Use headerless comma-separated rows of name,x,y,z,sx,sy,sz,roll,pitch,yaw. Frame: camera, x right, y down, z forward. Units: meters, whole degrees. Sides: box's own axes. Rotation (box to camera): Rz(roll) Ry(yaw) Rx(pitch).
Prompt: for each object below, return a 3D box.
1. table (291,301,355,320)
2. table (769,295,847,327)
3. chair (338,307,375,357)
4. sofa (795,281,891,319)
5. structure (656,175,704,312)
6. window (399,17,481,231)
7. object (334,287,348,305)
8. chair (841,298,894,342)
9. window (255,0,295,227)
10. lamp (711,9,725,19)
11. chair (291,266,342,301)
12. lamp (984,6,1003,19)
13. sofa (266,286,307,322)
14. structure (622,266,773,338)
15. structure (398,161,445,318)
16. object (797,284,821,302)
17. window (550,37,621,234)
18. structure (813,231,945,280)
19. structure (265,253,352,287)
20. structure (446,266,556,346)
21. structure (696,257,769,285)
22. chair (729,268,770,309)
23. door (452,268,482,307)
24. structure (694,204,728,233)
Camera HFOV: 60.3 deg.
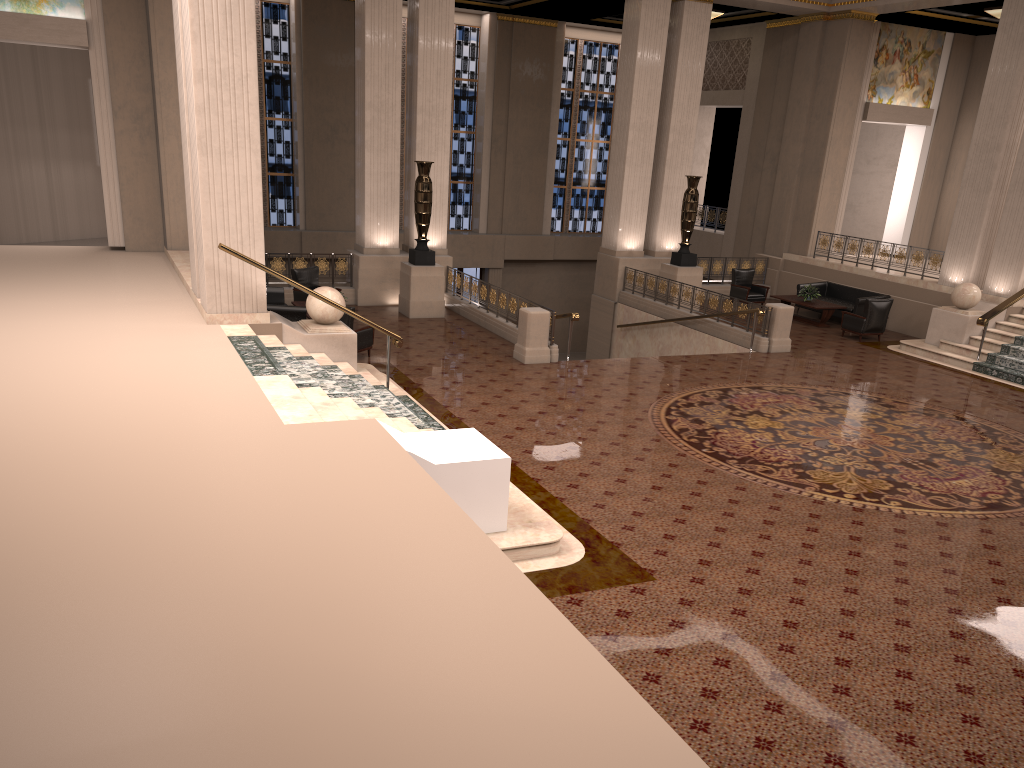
table,-3.128,-1.040,14.767,0.835,0.452,1.429,-4,18,-25
table,6.322,-1.567,18.964,0.835,0.452,1.429,-4,18,-25
chair,-2.515,-0.816,13.326,0.642,0.876,0.698,12,20,23
sofa,7.164,-1.745,19.289,0.871,0.734,1.863,-5,18,-25
structure,3.722,-3.001,18.954,0.697,2.896,0.677,-6,22,-24
window,-2.384,-7.019,24.295,2.976,5.565,0.067,-5,22,-23
object,-2.964,-1.412,14.563,0.501,0.391,0.507,6,17,7
chair,6.979,-1.302,17.386,0.645,0.876,0.694,-5,20,-24
window,-7.025,-6.760,22.233,2.976,5.565,0.067,-5,22,-23
lamp,4.249,-9.254,22.174,1.163,0.222,1.954,-4,17,-25
chair,-3.607,-1.683,16.195,0.709,0.876,0.632,14,21,28
lamp,11.133,-7.851,18.772,1.709,0.222,1.132,-3,17,-24
sofa,-3.957,-1.125,14.350,0.871,0.734,1.863,-5,18,-25
structure,3.526,-1.723,17.678,0.079,0.557,4.784,-6,18,-25
structure,-1.671,-2.700,16.559,0.697,2.896,0.677,-6,22,-24
object,6.340,-1.959,18.799,0.501,0.391,0.507,6,17,7
window,2.418,-7.287,26.427,2.976,5.565,0.067,-5,22,-23
structure,7.944,-2.821,19.293,0.032,0.648,3.580,-6,18,-24
structure,-4.345,-2.206,17.094,2.526,0.680,0.031,-3,22,-24
structure,-0.324,-1.508,15.969,0.079,0.557,4.782,-6,18,-24
structure,5.155,-2.736,21.313,2.525,0.680,0.031,-3,22,-24
chair,5.428,-2.188,20.211,0.643,0.876,0.696,-7,21,-29
door,-1.602,-2.135,26.103,1.485,2.829,0.150,-5,22,-23
structure,5.427,-4.656,24.714,0.031,0.693,2.088,-6,19,-24
